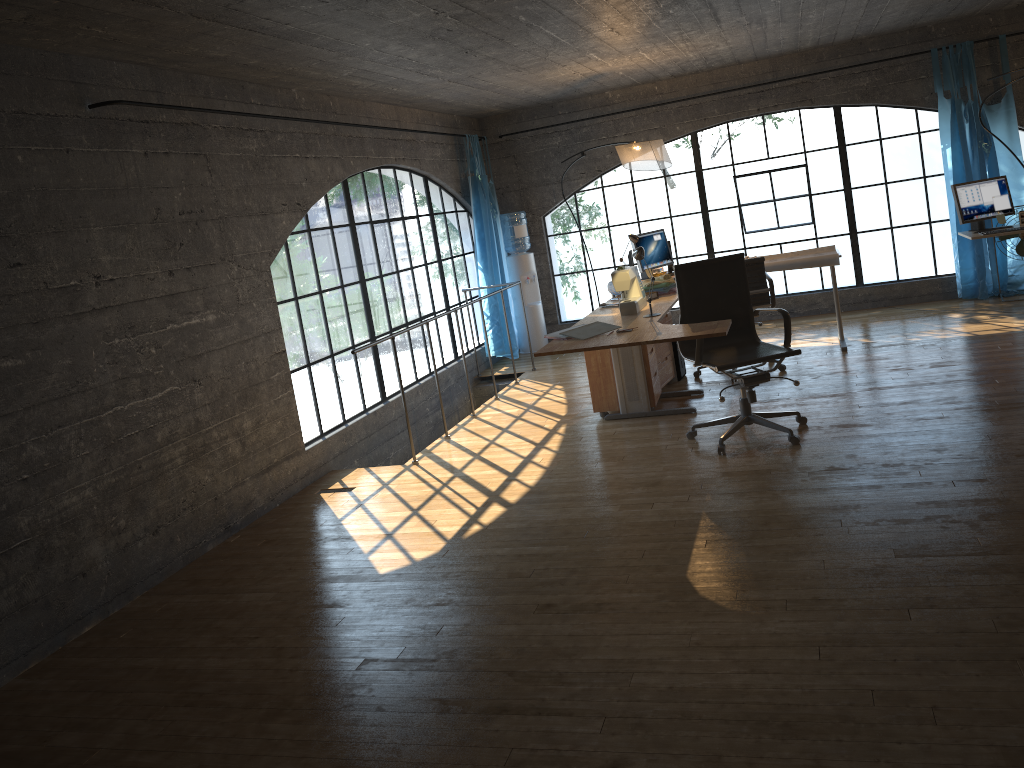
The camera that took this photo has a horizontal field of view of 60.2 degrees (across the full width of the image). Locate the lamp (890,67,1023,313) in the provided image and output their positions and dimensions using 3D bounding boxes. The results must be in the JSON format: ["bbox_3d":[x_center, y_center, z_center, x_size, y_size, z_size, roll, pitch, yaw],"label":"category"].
[{"bbox_3d":[3.486,-1.627,8.015,0.389,1.911,6.266,-12,10,-24],"label":"lamp"}]

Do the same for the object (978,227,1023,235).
[{"bbox_3d":[3.701,-1.135,6.458,0.488,0.011,0.190,-6,11,19],"label":"object"}]

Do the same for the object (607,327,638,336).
[{"bbox_3d":[0.590,-0.283,4.709,0.141,0.013,0.130,-5,11,22],"label":"object"}]

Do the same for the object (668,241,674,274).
[{"bbox_3d":[1.334,-1.080,7.522,0.084,0.275,0.086,-7,6,21],"label":"object"}]

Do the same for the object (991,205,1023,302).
[{"bbox_3d":[4.541,-1.187,7.819,0.488,0.794,0.590,-7,8,24],"label":"object"}]

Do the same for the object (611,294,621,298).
[{"bbox_3d":[0.775,-0.691,6.371,0.133,0.127,0.040,-7,6,14],"label":"object"}]

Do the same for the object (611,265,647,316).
[{"bbox_3d":[0.727,-0.597,5.510,0.136,0.281,0.409,-7,9,19],"label":"object"}]

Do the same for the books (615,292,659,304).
[{"bbox_3d":[0.825,-0.588,5.991,0.263,0.053,0.291,-16,12,-30],"label":"books"}]

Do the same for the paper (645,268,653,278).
[{"bbox_3d":[1.116,-0.900,7.164,0.019,0.074,0.079,-4,10,44],"label":"paper"}]

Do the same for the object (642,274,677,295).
[{"bbox_3d":[1.022,-0.692,6.157,0.254,0.129,0.257,-6,10,22],"label":"object"}]

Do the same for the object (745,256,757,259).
[{"bbox_3d":[1.977,-1.029,7.269,0.160,0.063,0.054,-12,8,-14],"label":"object"}]

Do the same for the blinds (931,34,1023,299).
[{"bbox_3d":[4.226,-1.914,7.896,0.665,2.275,0.261,-8,6,14],"label":"blinds"}]

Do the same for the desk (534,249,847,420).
[{"bbox_3d":[1.429,-0.270,5.914,1.629,0.731,3.566,-6,11,20],"label":"desk"}]

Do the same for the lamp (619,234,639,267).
[{"bbox_3d":[0.942,-0.986,7.027,0.208,0.405,0.106,-11,6,-14],"label":"lamp"}]

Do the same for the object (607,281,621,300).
[{"bbox_3d":[0.746,-0.669,6.266,0.100,0.134,0.154,-15,10,-35],"label":"object"}]

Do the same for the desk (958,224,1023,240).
[{"bbox_3d":[4.590,-0.592,4.843,3.247,0.731,3.527,-6,11,19],"label":"desk"}]

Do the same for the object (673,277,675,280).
[{"bbox_3d":[1.386,-0.859,7.035,0.186,0.011,0.497,1,15,43],"label":"object"}]

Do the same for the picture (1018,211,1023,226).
[{"bbox_3d":[3.919,-1.260,6.672,0.158,0.104,0.032,-6,7,19],"label":"picture"}]

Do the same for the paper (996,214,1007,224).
[{"bbox_3d":[3.737,-1.258,6.739,0.078,0.073,0.018,-11,6,-11],"label":"paper"}]

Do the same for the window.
[{"bbox_3d":[1.071,-1.392,8.138,6.992,1.852,3.204,-13,10,-21],"label":"window"}]

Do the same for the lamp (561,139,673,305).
[{"bbox_3d":[0.347,-1.473,9.946,0.388,1.910,6.285,-11,10,-15],"label":"lamp"}]

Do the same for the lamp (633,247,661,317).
[{"bbox_3d":[0.781,-0.594,5.113,0.105,0.405,0.210,-9,7,6],"label":"lamp"}]

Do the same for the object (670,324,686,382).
[{"bbox_3d":[1.072,-0.226,6.851,0.478,0.407,0.203,-6,7,24],"label":"object"}]

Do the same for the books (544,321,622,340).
[{"bbox_3d":[0.385,-0.294,4.862,0.311,0.044,0.318,-17,13,-35],"label":"books"}]

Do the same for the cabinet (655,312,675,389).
[{"bbox_3d":[0.942,-0.224,6.533,0.470,0.566,0.432,-6,8,26],"label":"cabinet"}]

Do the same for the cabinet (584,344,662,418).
[{"bbox_3d":[0.766,-0.102,6.051,0.425,0.566,0.432,-7,8,17],"label":"cabinet"}]

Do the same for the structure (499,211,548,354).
[{"bbox_3d":[0.120,-1.074,9.296,0.325,1.462,0.331,-5,7,39],"label":"structure"}]

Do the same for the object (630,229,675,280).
[{"bbox_3d":[1.164,-1.065,7.298,0.285,0.387,0.476,-3,11,44],"label":"object"}]

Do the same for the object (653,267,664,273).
[{"bbox_3d":[1.201,-0.962,7.481,0.143,0.032,0.154,-5,11,23],"label":"object"}]

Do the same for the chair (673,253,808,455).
[{"bbox_3d":[1.291,-0.204,4.950,0.655,1.005,0.690,-11,7,-11],"label":"chair"}]

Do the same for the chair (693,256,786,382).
[{"bbox_3d":[1.636,-0.509,6.655,0.652,0.850,0.693,-9,8,6],"label":"chair"}]

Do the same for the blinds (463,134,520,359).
[{"bbox_3d":[-0.186,-1.373,8.882,0.261,2.262,0.959,-8,6,16],"label":"blinds"}]

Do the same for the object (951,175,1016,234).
[{"bbox_3d":[3.611,-1.370,6.756,0.471,0.387,0.288,-11,7,-11],"label":"object"}]

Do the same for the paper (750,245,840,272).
[{"bbox_3d":[2.158,-0.974,7.067,0.848,0.112,0.591,-6,11,19],"label":"paper"}]

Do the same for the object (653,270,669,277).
[{"bbox_3d":[1.228,-0.930,7.476,0.203,0.036,0.208,-6,11,17],"label":"object"}]

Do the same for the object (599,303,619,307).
[{"bbox_3d":[0.669,-0.531,5.901,0.076,0.025,0.180,-18,14,-40],"label":"object"}]

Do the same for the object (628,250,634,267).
[{"bbox_3d":[0.971,-0.950,7.160,0.085,0.275,0.085,-13,7,-27],"label":"object"}]
